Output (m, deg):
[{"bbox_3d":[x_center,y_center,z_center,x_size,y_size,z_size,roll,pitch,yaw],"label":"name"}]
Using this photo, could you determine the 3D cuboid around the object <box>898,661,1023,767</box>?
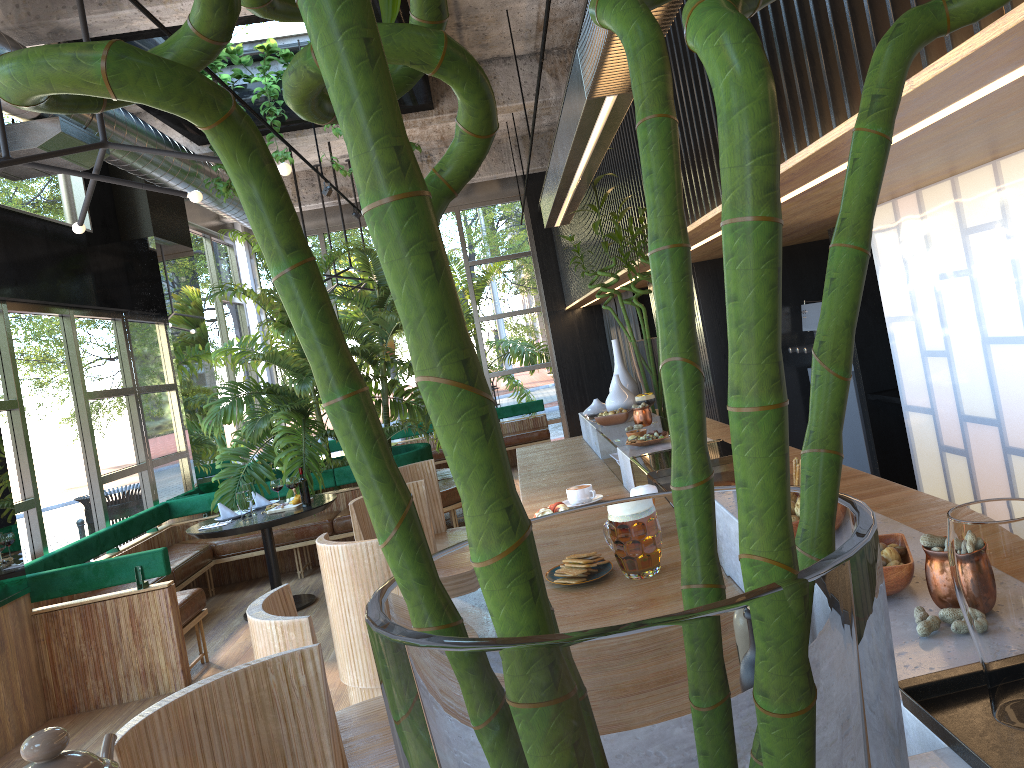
[{"bbox_3d":[0.555,0.320,0.773,0.275,0.018,0.434,-11,2,-2],"label":"object"}]

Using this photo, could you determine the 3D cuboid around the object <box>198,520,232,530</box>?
[{"bbox_3d":[-2.179,1.039,6.589,0.257,0.019,0.156,-11,2,-4],"label":"object"}]

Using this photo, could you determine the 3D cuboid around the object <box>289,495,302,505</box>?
[{"bbox_3d":[-1.672,0.890,6.866,0.100,0.064,0.161,-11,2,-32],"label":"object"}]

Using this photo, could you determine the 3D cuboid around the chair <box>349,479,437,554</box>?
[{"bbox_3d":[-0.354,0.943,3.910,0.573,0.969,0.522,-10,0,-28],"label":"chair"}]

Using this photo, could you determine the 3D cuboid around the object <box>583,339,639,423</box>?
[{"bbox_3d":[0.527,-0.024,4.527,0.333,0.397,0.302,-11,0,-44],"label":"object"}]

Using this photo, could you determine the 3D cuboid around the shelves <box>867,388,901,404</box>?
[{"bbox_3d":[2.491,0.047,5.171,0.528,0.035,0.862,-11,2,-2],"label":"shelves"}]

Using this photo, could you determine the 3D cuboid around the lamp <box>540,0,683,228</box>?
[{"bbox_3d":[1.324,-2.087,2.189,5.064,2.132,6.637,-11,2,-8],"label":"lamp"}]

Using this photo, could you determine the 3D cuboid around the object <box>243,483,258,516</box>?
[{"bbox_3d":[-1.995,0.882,6.769,0.096,0.245,0.089,-10,-1,-20],"label":"object"}]

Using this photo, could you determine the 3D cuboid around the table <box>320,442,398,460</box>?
[{"bbox_3d":[-1.872,1.198,10.753,1.145,0.750,1.056,-11,1,-23],"label":"table"}]

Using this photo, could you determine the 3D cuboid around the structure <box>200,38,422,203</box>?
[{"bbox_3d":[-1.724,-2.477,7.865,2.085,1.516,1.471,-10,1,26],"label":"structure"}]

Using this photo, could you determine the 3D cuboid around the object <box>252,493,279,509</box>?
[{"bbox_3d":[-2.011,0.927,7.188,0.241,0.139,0.225,-11,1,-19],"label":"object"}]

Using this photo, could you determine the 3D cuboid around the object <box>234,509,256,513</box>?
[{"bbox_3d":[-2.171,1.016,7.094,0.166,0.019,0.241,-13,3,-42],"label":"object"}]

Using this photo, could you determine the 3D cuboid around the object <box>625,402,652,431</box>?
[{"bbox_3d":[0.550,0.142,3.916,0.085,0.106,0.162,-10,1,43],"label":"object"}]

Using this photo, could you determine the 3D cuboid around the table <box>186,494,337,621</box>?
[{"bbox_3d":[-1.846,1.358,6.827,1.157,0.750,1.044,-11,1,-34],"label":"table"}]

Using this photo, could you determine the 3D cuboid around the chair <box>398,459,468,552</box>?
[{"bbox_3d":[-0.359,0.910,4.715,0.542,0.969,0.553,-10,0,7],"label":"chair"}]

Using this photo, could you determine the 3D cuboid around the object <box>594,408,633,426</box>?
[{"bbox_3d":[0.491,0.155,4.277,0.189,0.073,0.232,-10,2,17],"label":"object"}]

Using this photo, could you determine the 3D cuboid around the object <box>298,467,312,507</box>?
[{"bbox_3d":[-1.583,0.779,6.746,0.067,0.299,0.070,-11,-1,14],"label":"object"}]

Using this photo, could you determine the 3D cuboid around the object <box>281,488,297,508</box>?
[{"bbox_3d":[-1.704,0.870,6.773,0.145,0.124,0.096,-11,0,-22],"label":"object"}]

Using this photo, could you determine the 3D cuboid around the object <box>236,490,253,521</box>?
[{"bbox_3d":[-1.983,0.905,6.602,0.100,0.209,0.110,-11,-1,32],"label":"object"}]

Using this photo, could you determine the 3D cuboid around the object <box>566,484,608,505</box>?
[{"bbox_3d":[0.266,0.395,3.187,0.138,0.064,0.107,-11,2,-24],"label":"object"}]

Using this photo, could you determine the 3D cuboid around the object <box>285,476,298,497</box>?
[{"bbox_3d":[-1.749,0.845,7.093,0.105,0.201,0.099,-10,0,-14],"label":"object"}]

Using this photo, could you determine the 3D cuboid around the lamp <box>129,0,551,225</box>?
[{"bbox_3d":[-1.545,-2.074,7.143,3.830,1.531,9.937,-11,2,-3],"label":"lamp"}]

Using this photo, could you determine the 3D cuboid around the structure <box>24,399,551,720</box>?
[{"bbox_3d":[-0.202,0.824,2.662,6.079,1.548,19.975,-11,2,0],"label":"structure"}]

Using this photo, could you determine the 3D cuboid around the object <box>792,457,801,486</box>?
[{"bbox_3d":[0.492,0.222,1.619,0.103,0.161,0.107,-11,0,32],"label":"object"}]

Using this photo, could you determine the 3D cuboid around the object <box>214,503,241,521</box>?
[{"bbox_3d":[-2.179,0.972,6.847,0.241,0.139,0.225,-11,1,-19],"label":"object"}]

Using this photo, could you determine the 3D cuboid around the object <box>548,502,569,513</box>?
[{"bbox_3d":[0.157,0.429,2.992,0.073,0.060,0.125,-11,2,-33],"label":"object"}]

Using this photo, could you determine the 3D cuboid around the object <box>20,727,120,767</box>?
[{"bbox_3d":[-0.341,0.380,0.681,0.124,0.234,0.204,-10,0,-34],"label":"object"}]

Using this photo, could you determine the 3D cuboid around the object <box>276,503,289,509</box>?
[{"bbox_3d":[-1.770,0.935,6.856,0.102,0.013,0.221,-10,2,4],"label":"object"}]

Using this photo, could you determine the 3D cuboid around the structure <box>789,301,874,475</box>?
[{"bbox_3d":[2.359,0.174,6.133,0.554,1.593,0.832,-10,0,-2],"label":"structure"}]

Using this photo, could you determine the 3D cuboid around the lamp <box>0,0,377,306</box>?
[{"bbox_3d":[-0.497,-1.932,2.973,5.127,1.822,18.773,-11,2,0],"label":"lamp"}]

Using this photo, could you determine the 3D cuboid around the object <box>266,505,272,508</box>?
[{"bbox_3d":[-1.917,0.970,7.010,0.024,0.025,0.047,-10,2,17],"label":"object"}]

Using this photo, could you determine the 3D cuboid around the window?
[{"bbox_3d":[-1.747,-1.402,2.587,4.172,6.490,20.224,-10,2,0],"label":"window"}]

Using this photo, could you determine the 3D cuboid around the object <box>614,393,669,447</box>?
[{"bbox_3d":[0.514,0.146,3.659,0.210,0.134,0.807,-10,2,6],"label":"object"}]

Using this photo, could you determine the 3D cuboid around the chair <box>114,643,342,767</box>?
[{"bbox_3d":[-0.339,1.037,1.587,0.518,0.969,0.577,-11,0,44],"label":"chair"}]

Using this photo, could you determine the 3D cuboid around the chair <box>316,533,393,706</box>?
[{"bbox_3d":[-0.333,0.970,3.165,0.529,0.969,0.566,-11,0,21],"label":"chair"}]

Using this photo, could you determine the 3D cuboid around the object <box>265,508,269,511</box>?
[{"bbox_3d":[-1.899,0.974,6.893,0.033,0.019,0.038,-10,2,10],"label":"object"}]

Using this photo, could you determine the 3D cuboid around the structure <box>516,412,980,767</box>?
[{"bbox_3d":[2.156,0.320,2.031,5.899,1.730,7.073,-11,2,-2],"label":"structure"}]

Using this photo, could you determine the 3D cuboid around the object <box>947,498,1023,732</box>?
[{"bbox_3d":[0.502,0.228,0.887,0.100,0.209,0.111,-11,-1,42],"label":"object"}]

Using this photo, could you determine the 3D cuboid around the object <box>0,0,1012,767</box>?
[{"bbox_3d":[0.014,-0.190,0.391,0.673,1.548,0.585,-10,-1,2],"label":"object"}]

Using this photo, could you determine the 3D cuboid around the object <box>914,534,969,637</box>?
[{"bbox_3d":[0.569,0.254,1.165,0.085,0.106,0.162,-10,1,43],"label":"object"}]

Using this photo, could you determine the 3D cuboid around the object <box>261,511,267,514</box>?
[{"bbox_3d":[-1.894,0.980,6.791,0.063,0.013,0.146,-11,2,-6],"label":"object"}]

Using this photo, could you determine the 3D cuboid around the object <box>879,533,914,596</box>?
[{"bbox_3d":[0.510,0.274,1.365,0.189,0.073,0.232,-10,2,17],"label":"object"}]

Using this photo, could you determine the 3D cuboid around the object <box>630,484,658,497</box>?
[{"bbox_3d":[0.325,0.351,2.070,0.071,0.232,0.078,-11,-1,30],"label":"object"}]

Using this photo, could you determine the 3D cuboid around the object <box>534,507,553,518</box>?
[{"bbox_3d":[0.105,0.440,2.972,0.062,0.059,0.072,-11,1,-12],"label":"object"}]

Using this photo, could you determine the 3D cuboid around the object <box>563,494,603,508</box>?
[{"bbox_3d":[0.250,0.426,3.186,0.163,0.020,0.158,-11,2,-6],"label":"object"}]

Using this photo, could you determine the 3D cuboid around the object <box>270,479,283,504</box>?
[{"bbox_3d":[-1.877,0.868,7.122,0.105,0.201,0.099,-10,0,-14],"label":"object"}]

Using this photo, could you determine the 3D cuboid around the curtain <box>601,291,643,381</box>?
[{"bbox_3d":[1.441,-0.093,10.954,0.122,2.057,3.252,-10,1,0],"label":"curtain"}]

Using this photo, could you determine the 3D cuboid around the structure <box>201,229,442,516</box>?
[{"bbox_3d":[-1.932,-0.030,9.198,2.512,3.434,2.585,-10,0,-18],"label":"structure"}]

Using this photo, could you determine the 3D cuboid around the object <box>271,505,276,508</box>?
[{"bbox_3d":[-1.860,0.959,6.926,0.033,0.032,0.037,-11,1,-5],"label":"object"}]

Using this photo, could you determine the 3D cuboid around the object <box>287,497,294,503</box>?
[{"bbox_3d":[-1.699,0.905,6.964,0.192,0.038,0.064,-9,2,30],"label":"object"}]

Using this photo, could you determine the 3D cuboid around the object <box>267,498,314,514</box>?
[{"bbox_3d":[-1.711,0.940,6.865,0.236,0.019,0.357,-10,2,8],"label":"object"}]

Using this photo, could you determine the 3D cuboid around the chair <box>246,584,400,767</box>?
[{"bbox_3d":[-0.331,1.003,2.354,0.577,0.969,0.518,-10,0,-43],"label":"chair"}]

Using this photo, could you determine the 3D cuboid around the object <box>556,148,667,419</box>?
[{"bbox_3d":[0.615,-0.475,4.535,0.640,1.548,0.614,-11,-1,36],"label":"object"}]

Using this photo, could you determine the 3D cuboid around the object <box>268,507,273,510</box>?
[{"bbox_3d":[-1.860,0.963,6.835,0.032,0.031,0.040,-10,1,23],"label":"object"}]

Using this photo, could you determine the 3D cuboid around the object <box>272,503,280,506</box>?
[{"bbox_3d":[-1.865,0.959,6.989,0.097,0.028,0.130,-10,2,13],"label":"object"}]
